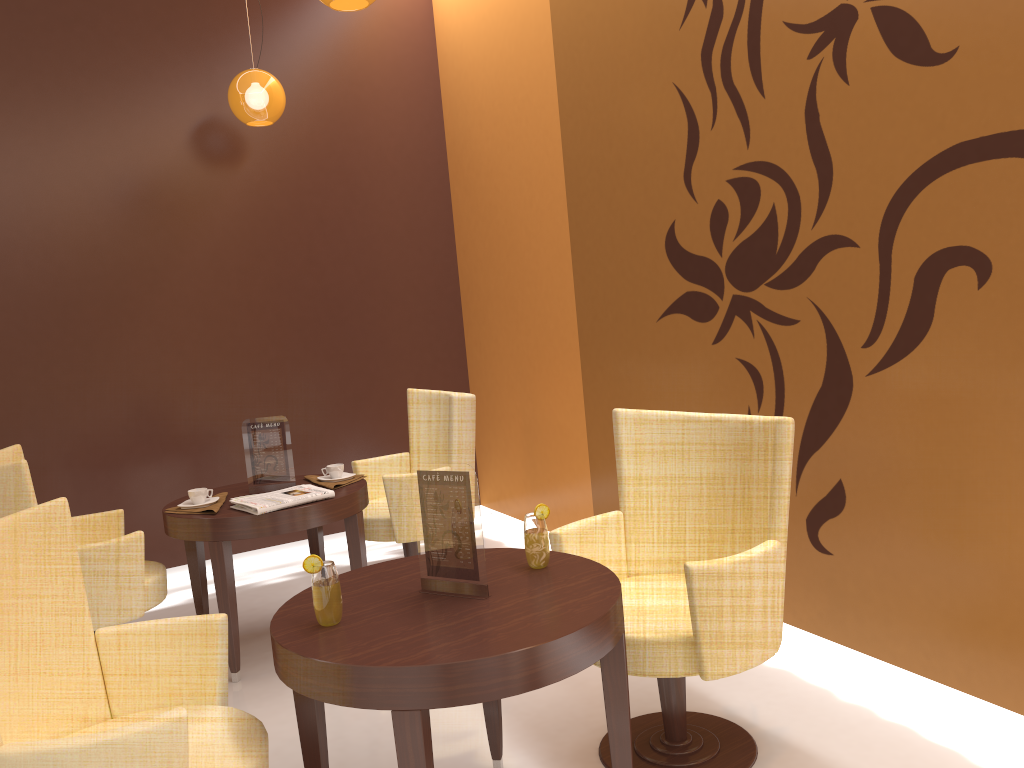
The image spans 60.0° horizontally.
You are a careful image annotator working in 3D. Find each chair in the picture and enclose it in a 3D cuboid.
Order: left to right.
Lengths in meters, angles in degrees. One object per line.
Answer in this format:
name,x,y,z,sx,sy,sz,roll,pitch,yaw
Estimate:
chair,-1.743,0.750,3.523,0.685,1.017,0.729,-8,5,-28
chair,-0.895,0.797,1.947,0.685,1.017,0.729,-6,5,-8
chair,-0.486,0.556,4.488,0.685,1.017,0.729,-7,5,-26
chair,0.502,0.607,2.703,0.685,1.017,0.729,-9,6,-37

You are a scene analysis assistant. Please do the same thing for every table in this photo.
table,-1.049,0.822,3.942,0.872,0.679,0.874,-4,5,11
table,-0.131,0.872,2.263,0.872,0.679,0.874,-5,5,6

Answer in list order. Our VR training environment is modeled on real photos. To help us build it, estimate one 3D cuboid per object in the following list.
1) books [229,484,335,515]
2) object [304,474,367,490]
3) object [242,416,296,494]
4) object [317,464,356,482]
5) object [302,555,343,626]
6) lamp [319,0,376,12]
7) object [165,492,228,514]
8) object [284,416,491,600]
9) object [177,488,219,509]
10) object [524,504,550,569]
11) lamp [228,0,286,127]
books,-0.959,0.475,3.683,0.367,0.035,0.345,-9,6,-35
object,-0.786,0.434,4.078,0.239,0.021,0.464,-8,5,-29
object,-1.084,0.314,3.951,0.209,0.335,0.042,-5,5,-2
object,-0.808,0.407,4.074,0.153,0.069,0.153,-9,6,-42
object,-0.441,0.486,2.097,0.072,0.171,0.067,-9,6,-43
lamp,-0.641,-2.078,3.059,0.299,1.500,0.299,-4,5,17
object,-1.339,0.512,3.740,0.239,0.021,0.464,-6,5,-12
object,-0.597,0.339,3.081,0.187,0.335,2.090,-8,5,-29
object,-1.327,0.481,3.748,0.153,0.069,0.153,-5,5,1
object,0.066,0.414,2.409,0.067,0.171,0.072,-3,5,22
lamp,-1.417,-2.136,4.682,0.299,1.500,0.299,-7,5,-25
